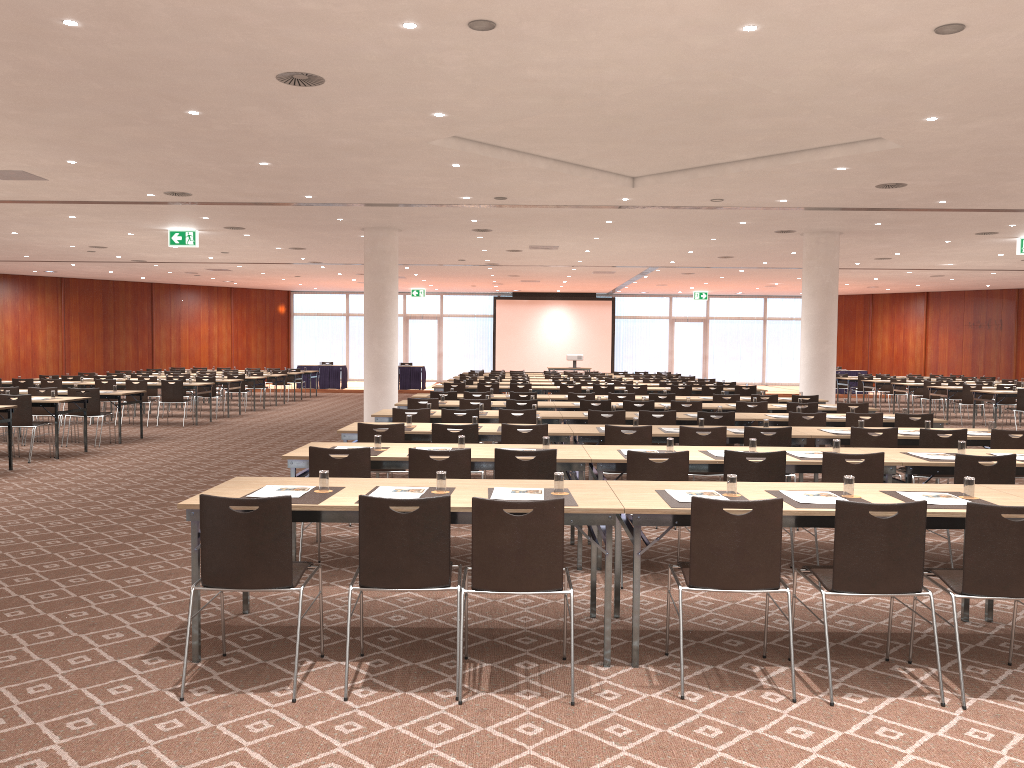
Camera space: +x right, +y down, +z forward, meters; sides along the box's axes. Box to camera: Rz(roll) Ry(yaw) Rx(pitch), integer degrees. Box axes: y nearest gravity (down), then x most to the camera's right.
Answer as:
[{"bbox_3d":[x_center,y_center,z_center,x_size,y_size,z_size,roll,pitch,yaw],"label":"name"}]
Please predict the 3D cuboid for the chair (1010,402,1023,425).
[{"bbox_3d":[11.575,0.476,19.811,0.535,0.940,0.613,1,3,-1],"label":"chair"}]

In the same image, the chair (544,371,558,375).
[{"bbox_3d":[1.203,0.049,27.850,0.535,0.940,0.613,1,3,1],"label":"chair"}]

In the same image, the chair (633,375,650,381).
[{"bbox_3d":[3.452,0.235,23.810,0.535,0.940,0.613,1,3,0],"label":"chair"}]

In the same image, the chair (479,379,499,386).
[{"bbox_3d":[-0.512,0.359,19.833,0.535,0.940,0.613,1,3,3],"label":"chair"}]

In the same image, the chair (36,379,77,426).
[{"bbox_3d":[-9.166,0.358,17.830,0.535,0.940,0.613,1,3,2],"label":"chair"}]

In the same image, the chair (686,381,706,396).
[{"bbox_3d":[4.075,0.403,19.846,0.535,0.940,0.613,1,3,0],"label":"chair"}]

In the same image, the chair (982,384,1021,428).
[{"bbox_3d":[10.905,0.473,19.733,0.535,0.940,0.613,1,3,2],"label":"chair"}]

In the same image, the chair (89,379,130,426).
[{"bbox_3d":[-8.149,0.362,17.965,0.535,0.940,0.613,1,3,3],"label":"chair"}]

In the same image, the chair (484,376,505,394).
[{"bbox_3d":[-0.459,0.277,21.865,0.535,0.940,0.613,1,3,3],"label":"chair"}]

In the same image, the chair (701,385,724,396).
[{"bbox_3d":[3.980,0.484,17.815,0.535,0.940,0.613,0,3,-1],"label":"chair"}]

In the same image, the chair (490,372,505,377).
[{"bbox_3d":[-0.414,0.116,25.825,0.535,0.940,0.613,1,3,-1],"label":"chair"}]

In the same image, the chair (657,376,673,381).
[{"bbox_3d":[4.064,0.240,23.841,0.535,0.940,0.613,0,3,-3],"label":"chair"}]

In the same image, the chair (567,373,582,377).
[{"bbox_3d":[1.823,0.137,25.849,0.535,0.940,0.613,1,3,3],"label":"chair"}]

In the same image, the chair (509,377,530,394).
[{"bbox_3d":[0.203,0.285,21.827,0.535,0.940,0.613,0,3,-2],"label":"chair"}]

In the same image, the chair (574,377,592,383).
[{"bbox_3d":[1.727,0.297,21.897,0.535,0.940,0.613,1,3,1],"label":"chair"}]

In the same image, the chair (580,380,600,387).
[{"bbox_3d":[1.724,0.380,19.857,0.535,0.940,0.613,1,3,-1],"label":"chair"}]

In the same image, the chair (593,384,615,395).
[{"bbox_3d":[1.830,0.460,17.902,0.535,0.940,0.613,1,3,0],"label":"chair"}]

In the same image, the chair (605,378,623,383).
[{"bbox_3d":[2.474,0.307,21.817,0.535,0.940,0.613,1,3,-1],"label":"chair"}]

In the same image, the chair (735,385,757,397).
[{"bbox_3d":[4.671,0.488,17.888,0.535,0.940,0.613,1,3,3],"label":"chair"}]

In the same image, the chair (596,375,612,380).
[{"bbox_3d":[2.458,0.223,23.891,0.535,0.940,0.613,0,3,-2],"label":"chair"}]

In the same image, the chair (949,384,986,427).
[{"bbox_3d":[10.227,0.460,19.877,0.535,0.940,0.613,1,3,1],"label":"chair"}]

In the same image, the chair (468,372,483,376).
[{"bbox_3d":[-1.060,0.107,25.905,0.535,0.940,0.613,0,3,-2],"label":"chair"}]

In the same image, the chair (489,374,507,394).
[{"bbox_3d":[-0.407,0.195,23.904,0.535,0.940,0.613,1,3,0],"label":"chair"}]

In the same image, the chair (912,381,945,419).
[{"bbox_3d":[10.283,0.380,21.874,0.535,0.940,0.613,1,3,0],"label":"chair"}]

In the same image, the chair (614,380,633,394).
[{"bbox_3d":[2.470,0.385,19.896,0.535,0.940,0.613,0,3,-2],"label":"chair"}]

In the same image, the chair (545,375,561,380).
[{"bbox_3d":[1.090,0.212,23.821,0.535,0.940,0.613,1,3,2],"label":"chair"}]

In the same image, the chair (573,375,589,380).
[{"bbox_3d":[1.824,0.218,23.852,0.535,0.940,0.613,0,3,-2],"label":"chair"}]

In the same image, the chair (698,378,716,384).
[{"bbox_3d":[4.750,0.328,21.841,0.535,0.940,0.613,1,3,0],"label":"chair"}]

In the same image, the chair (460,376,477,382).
[{"bbox_3d":[-1.077,0.269,21.910,0.535,0.940,0.613,0,3,-3],"label":"chair"}]

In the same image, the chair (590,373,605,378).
[{"bbox_3d":[2.473,0.145,25.812,0.535,0.940,0.613,1,3,3],"label":"chair"}]

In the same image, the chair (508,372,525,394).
[{"bbox_3d":[0.167,0.121,25.857,0.535,0.940,0.613,1,3,3],"label":"chair"}]

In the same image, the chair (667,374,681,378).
[{"bbox_3d":[4.673,0.165,25.836,0.535,0.940,0.613,1,3,0],"label":"chair"}]

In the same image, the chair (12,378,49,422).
[{"bbox_3d":[-9.781,0.348,17.914,0.535,0.940,0.613,1,3,2],"label":"chair"}]

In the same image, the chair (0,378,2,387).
[{"bbox_3d":[-10.367,0.346,17.835,0.535,0.940,0.613,1,3,3],"label":"chair"}]

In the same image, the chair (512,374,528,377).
[{"bbox_3d":[0.215,0.202,23.859,0.535,0.940,0.613,1,3,3],"label":"chair"}]

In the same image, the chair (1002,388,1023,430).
[{"bbox_3d":[10.230,0.547,17.739,0.535,0.940,0.613,1,3,2],"label":"chair"}]

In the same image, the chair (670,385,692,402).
[{"bbox_3d":[3.365,0.477,17.852,0.535,0.940,0.613,0,3,-2],"label":"chair"}]

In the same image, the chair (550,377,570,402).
[{"bbox_3d":[1.201,0.293,21.857,0.535,0.940,0.613,1,3,2],"label":"chair"}]

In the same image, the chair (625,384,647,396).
[{"bbox_3d":[2.475,0.470,17.822,0.535,0.940,0.613,1,3,1],"label":"chair"}]

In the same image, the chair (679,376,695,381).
[{"bbox_3d":[4.668,0.247,23.804,0.535,0.940,0.613,1,3,2],"label":"chair"}]

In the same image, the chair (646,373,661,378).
[{"bbox_3d":[4.083,0.160,25.804,0.535,0.940,0.613,1,3,1],"label":"chair"}]

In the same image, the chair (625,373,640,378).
[{"bbox_3d":[3.484,0.151,25.884,0.535,0.940,0.613,1,3,2],"label":"chair"}]

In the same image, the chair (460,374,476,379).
[{"bbox_3d":[-1.176,0.190,23.831,0.535,0.940,0.613,1,3,1],"label":"chair"}]

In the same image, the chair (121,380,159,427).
[{"bbox_3d":[-7.476,0.374,17.822,0.535,0.940,0.613,1,3,-1],"label":"chair"}]

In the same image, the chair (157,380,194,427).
[{"bbox_3d":[-6.797,0.377,17.900,0.535,0.940,0.613,0,3,-1],"label":"chair"}]

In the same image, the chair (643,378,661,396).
[{"bbox_3d":[3.418,0.313,21.889,0.535,0.940,0.613,1,3,1],"label":"chair"}]

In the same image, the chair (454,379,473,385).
[{"bbox_3d":[-1.078,0.352,19.871,0.535,0.940,0.613,1,3,1],"label":"chair"}]

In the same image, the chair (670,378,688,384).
[{"bbox_3d":[4.083,0.323,21.809,0.535,0.940,0.613,1,3,2],"label":"chair"}]

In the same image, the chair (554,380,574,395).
[{"bbox_3d":[1.148,0.375,19.825,0.535,0.940,0.613,1,3,0],"label":"chair"}]

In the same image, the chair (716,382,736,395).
[{"bbox_3d":[4.743,0.411,19.809,0.535,0.940,0.613,1,3,2],"label":"chair"}]

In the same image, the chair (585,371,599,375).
[{"bbox_3d":[2.493,0.060,27.886,0.535,0.940,0.613,1,3,3],"label":"chair"}]

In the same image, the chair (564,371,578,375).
[{"bbox_3d":[1.819,0.057,27.812,0.535,0.940,0.613,1,3,-1],"label":"chair"}]

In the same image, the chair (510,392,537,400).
[{"bbox_3d":[0.184,0.586,14.414,0.535,0.940,0.613,1,3,2],"label":"chair"}]

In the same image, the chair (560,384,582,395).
[{"bbox_3d":[1.170,0.455,17.863,0.535,0.940,0.613,1,3,1],"label":"chair"}]

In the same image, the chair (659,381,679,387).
[{"bbox_3d":[3.467,0.398,19.815,0.535,0.940,0.613,0,3,-1],"label":"chair"}]

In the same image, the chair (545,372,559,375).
[{"bbox_3d":[1.176,0.129,25.894,0.535,0.940,0.613,1,3,3],"label":"chair"}]
